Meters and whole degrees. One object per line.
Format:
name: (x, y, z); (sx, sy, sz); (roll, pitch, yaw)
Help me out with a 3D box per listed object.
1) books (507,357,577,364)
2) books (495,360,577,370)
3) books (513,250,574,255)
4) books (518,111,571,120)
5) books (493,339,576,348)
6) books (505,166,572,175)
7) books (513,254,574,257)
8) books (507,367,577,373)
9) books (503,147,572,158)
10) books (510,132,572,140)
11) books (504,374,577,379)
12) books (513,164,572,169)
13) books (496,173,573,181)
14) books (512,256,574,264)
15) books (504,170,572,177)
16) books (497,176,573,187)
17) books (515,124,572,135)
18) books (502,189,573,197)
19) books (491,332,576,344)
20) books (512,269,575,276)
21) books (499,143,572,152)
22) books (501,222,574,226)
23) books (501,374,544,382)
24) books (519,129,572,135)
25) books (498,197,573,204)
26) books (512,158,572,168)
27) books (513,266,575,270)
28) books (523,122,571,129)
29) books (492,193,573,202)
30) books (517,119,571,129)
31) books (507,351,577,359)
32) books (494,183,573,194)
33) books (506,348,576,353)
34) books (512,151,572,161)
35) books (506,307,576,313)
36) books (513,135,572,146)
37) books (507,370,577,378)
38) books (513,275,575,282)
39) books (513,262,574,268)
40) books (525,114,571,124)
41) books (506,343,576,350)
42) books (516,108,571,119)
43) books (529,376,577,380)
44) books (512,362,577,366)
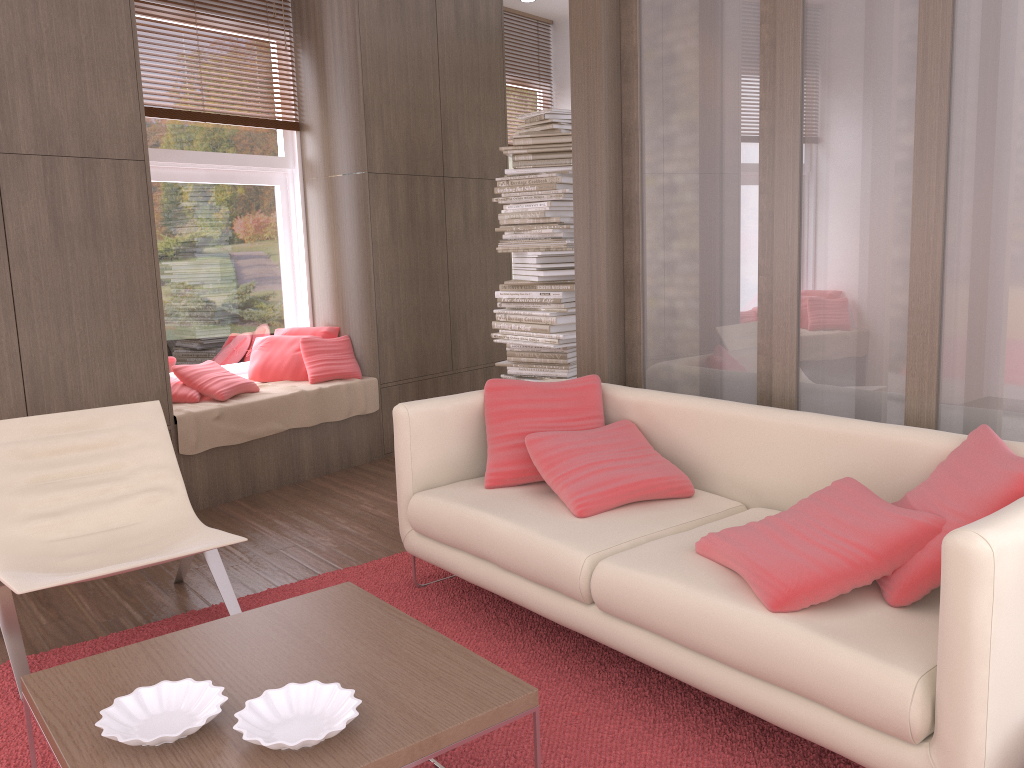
books: (0.220, -0.159, 5.210); (0.396, 0.024, 0.310); (4, 10, 31)
books: (0.186, -0.124, 5.246); (0.488, 0.018, 0.296); (4, 10, 31)
books: (0.233, -0.762, 5.134); (0.326, 0.018, 0.500); (-5, 9, -18)
books: (0.204, -1.516, 5.023); (0.216, 0.008, 0.277); (-9, 11, -38)
books: (0.223, -0.255, 5.197); (0.423, 0.016, 0.542); (-9, 11, -38)
books: (0.184, -1.219, 5.090); (0.404, 0.026, 0.266); (0, 9, 12)
books: (0.233, -0.752, 5.166); (0.345, 0.010, 0.443); (-5, 9, -18)
books: (0.221, -0.104, 5.226); (0.405, 0.018, 0.300); (4, 10, 31)
books: (0.177, -1.326, 5.077); (0.412, 0.019, 0.259); (0, 9, 12)
books: (0.194, -1.401, 5.047); (0.366, 0.012, 0.287); (0, 9, 12)
books: (0.213, -0.066, 5.224); (0.413, 0.006, 0.322); (4, 10, 31)
books: (0.207, -1.236, 5.072); (0.351, 0.010, 0.284); (0, 9, 12)
books: (0.153, -1.187, 5.117); (0.392, 0.015, 0.306); (4, 10, 31)
books: (0.213, -0.727, 5.176); (0.308, 0.036, 0.417); (-5, 9, -18)
books: (0.198, -1.203, 5.109); (0.416, 0.015, 0.245); (4, 10, 31)
books: (0.176, -1.163, 5.129); (0.416, 0.035, 0.323); (4, 10, 31)
books: (0.197, -1.446, 5.060); (0.198, 0.023, 0.327); (-9, 11, -38)
books: (0.210, -1.096, 5.111); (0.434, 0.019, 0.324); (4, 10, 31)
books: (0.218, -0.287, 5.250); (0.399, 0.028, 0.612); (-9, 11, -38)
books: (0.236, -0.651, 5.138); (0.317, 0.030, 0.524); (-5, 9, -18)
books: (0.166, -1.348, 5.081); (0.435, 0.019, 0.248); (0, 9, 12)
books: (0.164, -0.929, 5.159); (0.395, 0.009, 0.233); (2, 10, 26)
books: (0.186, -0.043, 5.265); (0.330, 0.016, 0.422); (-8, 11, -33)
books: (0.206, -1.420, 5.049); (0.272, 0.023, 0.201); (4, 10, 31)
books: (0.182, -1.052, 5.099); (0.416, 0.012, 0.324); (4, 10, 31)
books: (0.205, -1.264, 5.106); (0.371, 0.036, 0.211); (0, 9, 12)
books: (0.207, -0.680, 5.183); (0.294, 0.013, 0.413); (-5, 9, -18)
books: (0.219, -1.462, 5.040); (0.258, 0.010, 0.183); (5, 11, 36)
books: (0.164, -1.075, 5.136); (0.470, 0.022, 0.306); (4, 10, 31)
books: (0.203, -1.476, 5.044); (0.202, 0.015, 0.303); (-9, 11, -38)
books: (0.219, -0.188, 5.205); (0.396, 0.033, 0.310); (4, 10, 31)
books: (0.151, -1.125, 5.127); (0.401, 0.035, 0.315); (4, 10, 31)
books: (0.217, -0.215, 5.208); (0.405, 0.018, 0.300); (4, 10, 31)
books: (0.203, -1.301, 5.100); (0.371, 0.036, 0.211); (0, 9, 12)
books: (0.256, -0.450, 5.199); (0.320, 0.020, 0.542); (-9, 11, -38)
books: (0.204, -1.375, 5.055); (0.351, 0.036, 0.275); (0, 9, 12)
books: (0.223, -0.081, 5.222); (0.396, 0.024, 0.310); (4, 10, 31)
books: (0.225, -0.627, 5.186); (0.322, 0.030, 0.435); (-5, 9, -18)
books: (0.231, -0.694, 5.152); (0.323, 0.020, 0.484); (-5, 9, -18)
books: (0.213, -1.498, 5.033); (0.193, 0.029, 0.260); (-6, 10, -23)
books: (0.217, -0.236, 5.198); (0.396, 0.024, 0.310); (4, 10, 31)
books: (0.197, -1.531, 5.039); (0.204, 0.014, 0.313); (-9, 11, -38)
books: (0.227, -0.057, 5.237); (0.264, 0.016, 0.448); (-8, 11, -33)
books: (0.235, -0.136, 5.226); (0.385, 0.008, 0.274); (4, 10, 31)
